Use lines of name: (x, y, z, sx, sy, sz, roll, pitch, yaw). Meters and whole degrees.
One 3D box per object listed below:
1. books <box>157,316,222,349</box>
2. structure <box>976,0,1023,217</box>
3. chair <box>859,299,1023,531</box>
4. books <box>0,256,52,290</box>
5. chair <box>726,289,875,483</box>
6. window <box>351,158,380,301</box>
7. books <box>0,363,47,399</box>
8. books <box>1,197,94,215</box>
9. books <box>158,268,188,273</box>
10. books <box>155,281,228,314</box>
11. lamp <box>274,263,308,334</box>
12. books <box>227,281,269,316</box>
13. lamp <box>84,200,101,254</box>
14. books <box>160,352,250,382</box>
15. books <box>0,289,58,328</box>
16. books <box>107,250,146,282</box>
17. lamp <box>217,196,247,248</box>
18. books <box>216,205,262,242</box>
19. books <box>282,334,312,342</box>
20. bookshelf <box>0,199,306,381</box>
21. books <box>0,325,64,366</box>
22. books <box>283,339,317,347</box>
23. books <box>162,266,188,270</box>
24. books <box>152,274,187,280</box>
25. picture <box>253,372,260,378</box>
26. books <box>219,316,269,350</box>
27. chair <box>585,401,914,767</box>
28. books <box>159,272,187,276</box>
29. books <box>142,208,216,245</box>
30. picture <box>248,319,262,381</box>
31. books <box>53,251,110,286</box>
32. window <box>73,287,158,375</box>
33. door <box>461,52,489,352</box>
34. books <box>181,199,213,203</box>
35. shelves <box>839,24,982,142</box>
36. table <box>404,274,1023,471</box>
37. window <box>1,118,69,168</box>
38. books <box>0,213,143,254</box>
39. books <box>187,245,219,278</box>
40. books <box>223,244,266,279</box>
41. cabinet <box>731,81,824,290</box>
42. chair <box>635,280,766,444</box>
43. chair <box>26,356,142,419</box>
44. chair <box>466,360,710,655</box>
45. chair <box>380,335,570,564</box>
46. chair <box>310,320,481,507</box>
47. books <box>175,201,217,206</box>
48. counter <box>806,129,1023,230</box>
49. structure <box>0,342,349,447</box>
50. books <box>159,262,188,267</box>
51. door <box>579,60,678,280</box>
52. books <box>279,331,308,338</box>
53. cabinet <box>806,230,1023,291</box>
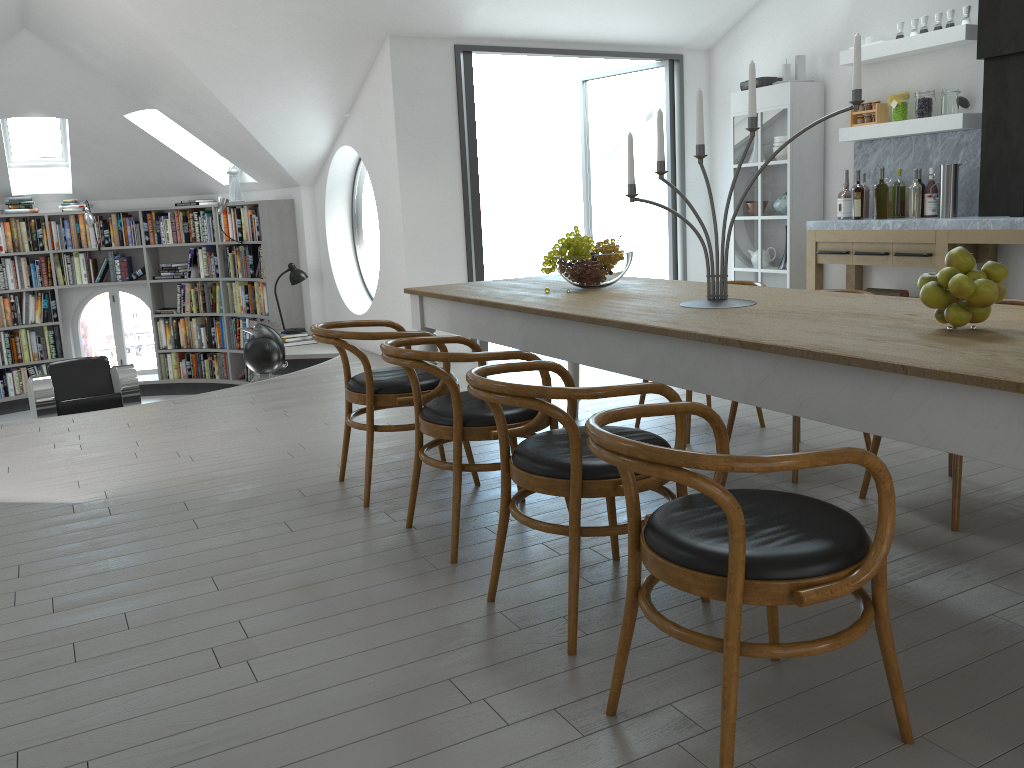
books: (-3.494, -0.582, 9.795, 0.872, 0.349, 0.273, 0, 11, 13)
structure: (3.395, -1.939, 5.121, 0.782, 1.875, 1.079, -8, 11, -27)
chair: (1.691, 0.077, 3.298, 0.622, 0.731, 0.529, -8, 11, -24)
books: (-5.340, -1.154, 9.259, 1.031, 0.357, 0.301, -13, 14, -41)
chair: (1.292, -0.024, 3.905, 0.622, 0.731, 0.529, -9, 12, -31)
window: (-1.144, -1.389, 7.915, 0.104, 1.463, 1.475, -8, 12, -27)
books: (-5.256, -0.041, 9.413, 1.022, 0.305, 0.288, -13, 15, -42)
books: (-5.510, -1.710, 8.585, 0.748, 0.172, 2.826, 4, 13, 32)
books: (-3.693, -1.255, 9.778, 0.286, 0.031, 0.270, 2, 12, 22)
books: (-3.433, -0.954, 9.699, 0.973, 0.350, 0.253, 0, 11, 14)
lamp: (-2.074, -0.816, 8.382, 0.323, 0.657, 0.234, -5, 10, -12)
books: (-2.620, -0.900, 9.233, 0.276, 0.346, 1.023, -12, 14, -42)
lamp: (-4.437, -1.649, 9.350, 0.113, 0.564, 0.359, -7, 11, -21)
books: (-3.219, -0.212, 9.729, 1.497, 0.310, 0.361, 2, 12, 24)
books: (-5.293, -0.777, 9.292, 1.001, 0.350, 0.298, -14, 15, -43)
books: (-4.181, -1.303, 9.722, 0.399, 0.339, 0.225, -4, 10, -8)
lamp: (-2.817, -1.631, 8.945, 0.276, 0.523, 0.112, -10, 12, -37)
books: (-2.675, -1.654, 9.113, 1.016, 0.360, 0.293, 8, 15, 44)
books: (-2.089, -0.444, 8.433, 0.287, 0.034, 0.305, -12, 14, -37)
bookshelf: (-4.510, -0.770, 8.840, 4.340, 1.871, 2.116, -9, 12, -27)
books: (-5.264, -0.401, 9.367, 1.035, 0.356, 0.293, -13, 14, -42)
books: (-2.087, -0.408, 8.440, 0.366, 0.042, 0.389, -9, 13, -27)
books: (-3.695, -1.285, 9.773, 0.226, 0.036, 0.214, 2, 12, 22)
books: (-3.690, -1.192, 9.788, 0.388, 0.042, 0.367, -1, 12, 12)
picture: (-2.495, -0.024, 8.875, 0.107, 0.552, 0.490, -10, 13, -37)
books: (-2.659, -0.531, 9.335, 1.186, 0.357, 0.305, 7, 15, 42)
chair: (0.474, 0.418, 1.903, 0.622, 0.731, 0.529, -8, 11, -25)
books: (-3.692, -1.224, 9.783, 0.285, 0.031, 0.270, -2, 11, 7)
books: (-3.533, -1.711, 9.601, 0.969, 0.366, 0.307, 0, 11, 15)
picture: (-2.549, -0.213, 9.025, 0.091, 0.859, 0.580, -10, 13, -37)
books: (-5.358, -1.093, 8.990, 0.592, 0.369, 2.538, 7, 15, 42)
window: (-5.347, -0.413, 9.416, 3.241, 1.145, 0.618, -13, 14, -41)
door: (-0.532, -1.473, 7.446, 0.080, 2.335, 1.055, -8, 11, -27)
books: (-3.401, -1.972, 9.577, 0.248, 0.027, 0.234, 5, 14, 34)
shelves: (4.033, -1.896, 4.197, 0.481, 1.355, 5.566, -9, 13, -33)
table: (0.717, 0.091, 3.298, 1.020, 0.795, 3.360, -8, 12, -27)
window: (-4.600, -2.506, 8.546, 4.062, 0.710, 1.939, -9, 13, -27)
books: (-4.753, -1.625, 9.488, 1.568, 0.365, 0.395, -8, 11, -22)
books: (-3.255, -1.333, 9.612, 0.553, 0.349, 0.257, 1, 11, 18)
books: (-2.648, -1.276, 9.168, 0.280, 0.356, 1.054, -12, 14, -41)
cabinet: (2.122, -1.349, 7.125, 0.361, 1.980, 0.644, -8, 11, -28)
chair: (1.000, -0.140, 4.564, 0.622, 0.731, 0.529, -8, 12, -27)
chair: (-3.806, 0.157, 7.891, 0.825, 0.716, 0.743, -10, 13, -33)
chair: (0.190, 0.300, 2.565, 0.623, 0.731, 0.529, -10, 12, -32)
chair: (-0.142, 0.189, 3.206, 0.622, 0.731, 0.529, -8, 12, -27)
chair: (-0.523, 0.086, 3.820, 0.622, 0.731, 0.529, -8, 11, -24)
books: (-3.399, -1.945, 9.582, 0.336, 0.036, 0.318, 2, 12, 24)
counter: (4.120, -1.003, 3.785, 0.963, 0.616, 6.598, -9, 13, -27)
structure: (-3.816, 0.188, 7.767, 4.709, 0.690, 4.734, 1, 12, 17)
books: (-3.697, -1.316, 9.767, 0.286, 0.031, 0.270, 7, 15, 41)
door: (1.081, -1.720, 8.266, 0.080, 2.335, 1.053, -12, 13, -42)
books: (-2.091, -0.475, 8.428, 0.269, 0.031, 0.287, -7, 12, -18)
cabinet: (4.107, -0.208, 3.976, 1.005, 1.017, 6.450, -8, 12, -27)
